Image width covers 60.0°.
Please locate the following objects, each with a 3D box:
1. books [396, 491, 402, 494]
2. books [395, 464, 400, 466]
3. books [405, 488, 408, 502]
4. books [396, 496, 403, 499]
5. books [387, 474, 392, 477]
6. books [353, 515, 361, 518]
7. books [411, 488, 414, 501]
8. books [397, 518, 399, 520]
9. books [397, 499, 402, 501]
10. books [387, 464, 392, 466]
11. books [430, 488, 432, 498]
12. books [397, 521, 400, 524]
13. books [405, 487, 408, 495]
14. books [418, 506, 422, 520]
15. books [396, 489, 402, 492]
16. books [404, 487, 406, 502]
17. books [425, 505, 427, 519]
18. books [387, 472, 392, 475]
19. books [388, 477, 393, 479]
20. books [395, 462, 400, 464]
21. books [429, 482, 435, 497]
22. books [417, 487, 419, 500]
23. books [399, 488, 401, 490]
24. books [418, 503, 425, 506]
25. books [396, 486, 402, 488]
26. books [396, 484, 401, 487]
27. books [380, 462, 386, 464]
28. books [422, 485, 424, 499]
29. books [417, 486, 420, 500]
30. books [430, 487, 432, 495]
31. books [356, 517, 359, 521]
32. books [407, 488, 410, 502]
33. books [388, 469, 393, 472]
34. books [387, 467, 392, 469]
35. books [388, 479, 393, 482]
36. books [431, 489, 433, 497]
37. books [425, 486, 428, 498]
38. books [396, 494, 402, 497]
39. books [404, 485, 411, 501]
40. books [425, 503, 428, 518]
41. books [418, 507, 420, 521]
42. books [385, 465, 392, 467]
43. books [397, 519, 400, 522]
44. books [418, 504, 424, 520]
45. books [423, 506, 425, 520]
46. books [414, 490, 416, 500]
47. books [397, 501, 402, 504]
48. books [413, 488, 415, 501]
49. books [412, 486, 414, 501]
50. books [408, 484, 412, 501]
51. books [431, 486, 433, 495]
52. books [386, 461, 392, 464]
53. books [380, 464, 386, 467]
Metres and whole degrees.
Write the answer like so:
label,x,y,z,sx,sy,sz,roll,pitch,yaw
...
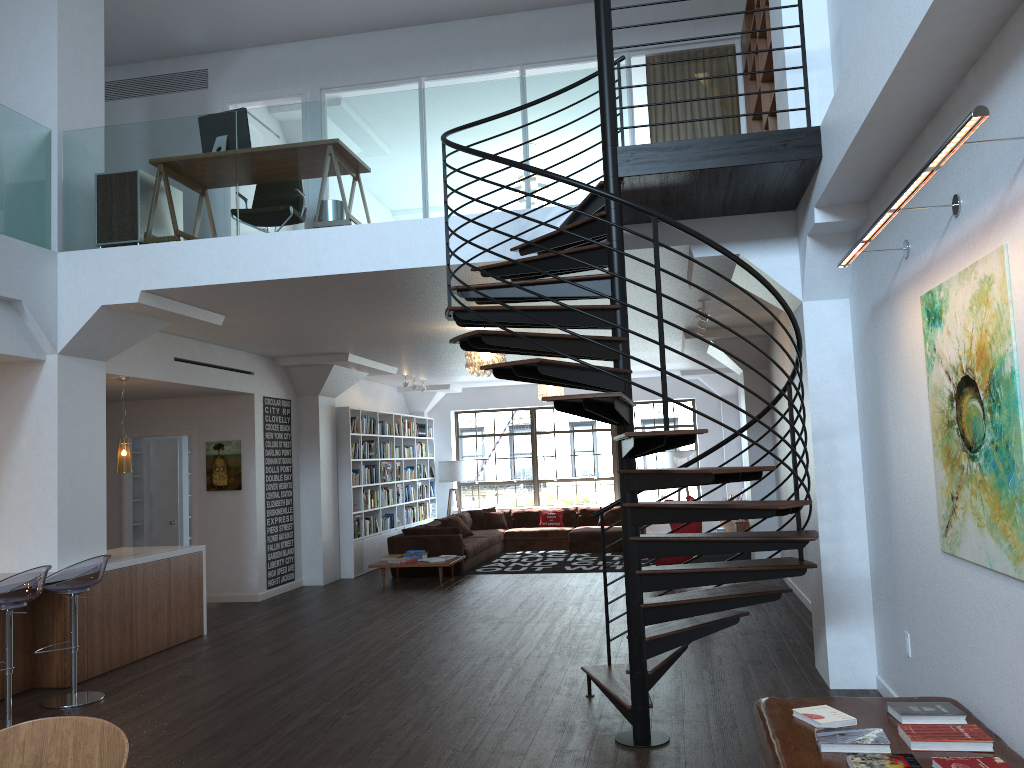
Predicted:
label,x,y,z,sx,sy,sz,roll,pitch,yaw
books,-1.978,1.821,14.837,0.253,0.040,0.183,-3,-5,10
books,-1.999,1.354,14.771,0.223,0.031,0.161,-3,-5,10
books,-1.879,1.901,15.176,0.174,0.243,0.085,-3,-5,10
books,-1.980,1.906,14.853,0.259,0.040,0.180,-3,-5,10
books,-2.083,1.494,14.412,0.180,0.042,0.259,-3,-5,10
books,-2.309,1.905,12.758,0.223,0.027,0.161,-4,-5,19
books,-1.821,1.927,15.512,0.174,0.242,0.105,-3,-5,10
books,-2.003,2.252,14.775,0.204,0.025,0.144,-3,-5,10
books,-1.979,1.942,14.825,0.251,0.037,0.160,-4,-5,15
books,-2.064,1.319,14.453,0.144,0.024,0.208,-4,-5,15
books,-1.607,2.017,16.648,0.172,0.235,0.112,-3,-5,10
books,-2.001,2.312,14.768,0.284,0.033,0.197,-2,-5,-5
books,-1.879,1.899,15.217,0.182,0.255,0.077,-3,-5,10
books,-1.712,2.341,16.023,0.160,0.250,0.027,-3,-5,10
books,-1.972,1.786,14.845,0.223,0.032,0.161,-3,-5,10
books,-1.899,1.888,15.077,0.182,0.255,0.077,-3,-5,10
books,-1.653,2.368,16.355,0.171,0.246,0.057,-3,-5,10
books,-2.069,1.451,14.427,0.168,0.045,0.231,-3,-5,5
books,-2.057,1.533,14.408,0.160,0.039,0.251,-4,-5,15
books,-2.000,1.325,14.782,0.224,0.030,0.161,-4,-5,20
books,-1.568,2.009,16.898,0.176,0.290,0.053,-3,-5,10
books,-1.754,1.964,15.875,0.161,0.223,0.030,-3,-5,10
books,-1.952,1.756,14.830,0.161,0.026,0.223,-2,-5,0
books,-1.660,2.331,16.220,0.140,0.298,0.044,-3,-5,10
books,-1.961,1.732,14.841,0.208,0.024,0.144,-4,-5,15
books,-1.967,1.700,14.837,0.185,0.041,0.129,-5,-5,24
books,-2.121,1.249,14.027,0.223,0.027,0.161,-4,-5,19
books,-1.700,1.975,16.205,0.183,0.253,0.042,-3,-5,10
books,-1.747,1.952,15.915,0.174,0.251,0.051,-3,-5,10
books,-1.602,2.031,16.709,0.161,0.218,0.101,-3,-5,10
books,-2.311,1.944,12.778,0.174,0.045,0.240,-2,-5,0
books,-1.860,1.903,15.261,0.182,0.253,0.098,-3,-5,10
books,-2.064,1.408,14.425,0.183,0.042,0.253,-3,-5,10
books,-2.071,1.373,14.435,0.161,0.033,0.223,-3,-5,10
books,-2.052,1.572,14.407,0.171,0.039,0.246,-3,-5,10
books,-1.590,2.037,16.745,0.161,0.213,0.118,-3,-5,10
books,-1.660,2.005,16.424,0.168,0.228,0.139,-3,-5,10
books,-1.971,1.862,14.841,0.231,0.044,0.168,-3,-5,5
books,-1.859,1.893,15.368,0.197,0.290,0.136,-3,-5,10
books,-1.642,2.353,16.439,0.176,0.290,0.053,-3,-5,10
books,-1.740,2.328,15.876,0.183,0.253,0.036,-3,-5,10
books,-2.082,1.346,14.464,0.223,0.027,0.161,-2,-5,0
books,-2.006,2.280,14.775,0.254,0.032,0.174,-4,-5,15
books,-1.710,2.331,16.115,0.198,0.284,0.066,-3,-5,10
books,-1.686,2.354,16.171,0.189,0.247,0.057,-3,-5,10
books,-1.790,1.952,15.669,0.161,0.218,0.101,-3,-5,10
books,-1.975,1.979,14.819,0.246,0.038,0.171,-3,-5,10
books,-1.794,1.947,15.635,0.161,0.222,0.084,-3,-5,10
books,-1.815,1.927,15.565,0.170,0.251,0.118,-3,-5,10
books,-1.843,1.897,15.429,0.176,0.293,0.125,-3,-5,10
books,-1.586,2.042,16.796,0.161,0.213,0.146,-3,-5,10
books,-2.059,1.285,14.452,0.129,0.043,0.185,-5,-5,24
books,-2.124,1.287,14.047,0.174,0.045,0.240,-3,-5,10
